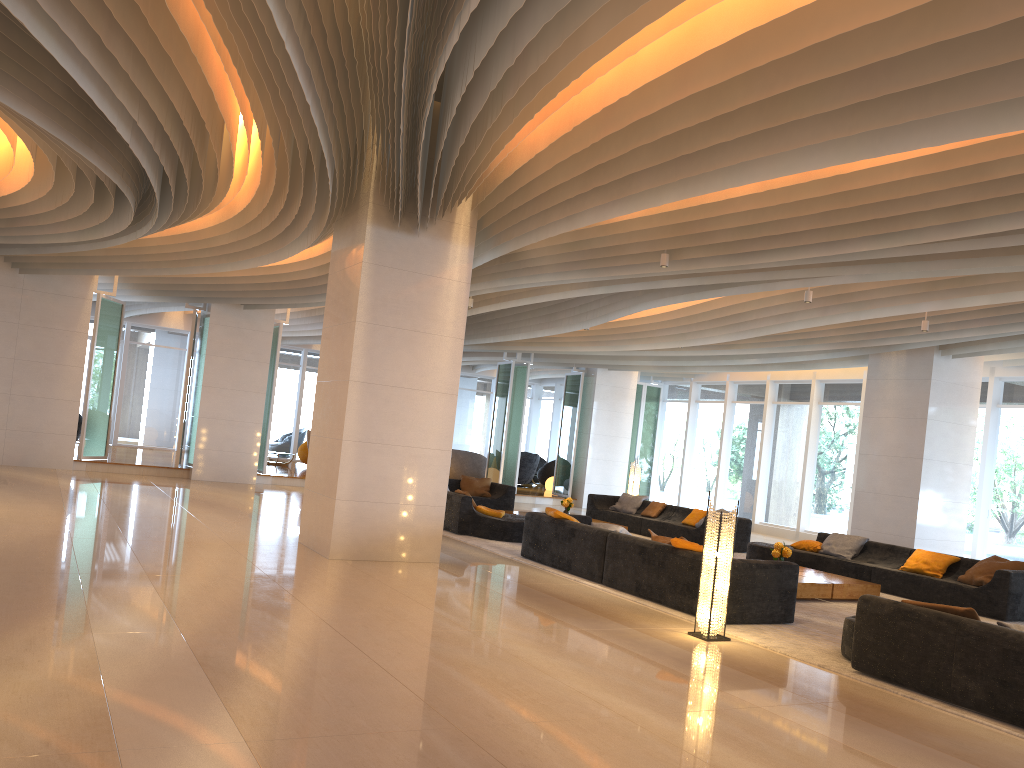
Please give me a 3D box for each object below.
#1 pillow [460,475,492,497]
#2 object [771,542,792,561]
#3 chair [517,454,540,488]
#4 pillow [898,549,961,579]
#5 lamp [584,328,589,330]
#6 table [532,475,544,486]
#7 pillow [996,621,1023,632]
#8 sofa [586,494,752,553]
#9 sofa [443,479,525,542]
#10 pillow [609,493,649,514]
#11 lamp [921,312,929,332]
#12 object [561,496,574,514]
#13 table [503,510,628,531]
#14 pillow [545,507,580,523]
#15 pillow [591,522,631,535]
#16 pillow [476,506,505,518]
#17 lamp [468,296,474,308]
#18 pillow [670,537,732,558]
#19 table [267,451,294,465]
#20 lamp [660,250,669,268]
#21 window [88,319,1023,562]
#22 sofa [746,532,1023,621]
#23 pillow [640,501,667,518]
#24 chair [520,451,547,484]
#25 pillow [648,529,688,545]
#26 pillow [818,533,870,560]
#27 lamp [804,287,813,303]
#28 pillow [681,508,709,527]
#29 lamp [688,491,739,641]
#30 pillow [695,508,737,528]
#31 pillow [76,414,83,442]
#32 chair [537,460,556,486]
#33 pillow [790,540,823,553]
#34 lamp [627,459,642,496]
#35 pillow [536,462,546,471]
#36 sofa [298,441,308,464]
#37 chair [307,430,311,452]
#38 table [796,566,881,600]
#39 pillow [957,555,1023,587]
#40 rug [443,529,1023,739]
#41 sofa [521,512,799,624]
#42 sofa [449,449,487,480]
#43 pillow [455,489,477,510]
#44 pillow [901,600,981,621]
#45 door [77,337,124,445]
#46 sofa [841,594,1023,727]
[{"bbox_3d":[-0.713,2.013,17.450,0.642,0.377,0.545,7,-3,-7],"label":"pillow"},{"bbox_3d":[3.201,2.058,10.582,0.237,0.376,0.265,7,-2,-6],"label":"object"},{"bbox_3d":[0.154,2.455,25.595,1.115,1.004,1.548,5,-3,34],"label":"chair"},{"bbox_3d":[5.381,2.361,11.495,0.458,0.393,0.627,8,-3,-29],"label":"pillow"},{"bbox_3d":[1.367,-1.683,15.307,0.088,1.504,0.090,6,-1,16],"label":"lamp"},{"bbox_3d":[1.055,3.040,27.668,1.096,0.318,0.808,8,-4,-22],"label":"table"},{"bbox_3d":[3.473,1.710,5.698,0.465,0.344,0.554,8,-3,-30],"label":"pillow"},{"bbox_3d":[2.756,2.509,16.275,0.958,0.581,3.717,8,-4,-28],"label":"sofa"},{"bbox_3d":[-0.429,2.045,15.126,2.875,0.652,5.007,8,-4,-28],"label":"sofa"},{"bbox_3d":[2.297,2.346,17.466,0.626,0.377,0.559,4,-4,39],"label":"pillow"},{"bbox_3d":[5.586,-1.453,11.839,0.091,1.504,0.087,7,-1,-38],"label":"lamp"},{"bbox_3d":[0.954,2.138,15.423,0.235,0.376,0.266,6,-2,4],"label":"object"},{"bbox_3d":[0.866,2.415,15.221,1.629,0.220,1.575,8,-4,-28],"label":"table"},{"bbox_3d":[0.689,1.714,10.726,0.550,0.377,0.637,7,-3,-6],"label":"pillow"},{"bbox_3d":[1.164,1.775,9.980,0.427,0.376,0.577,8,-3,-26],"label":"pillow"},{"bbox_3d":[-0.314,1.886,13.120,0.409,0.135,0.419,6,-4,5],"label":"pillow"},{"bbox_3d":[-0.592,-1.973,14.206,0.088,1.504,0.090,6,-1,16],"label":"lamp"},{"bbox_3d":[1.887,1.695,8.482,0.626,0.377,0.559,4,-4,39],"label":"pillow"},{"bbox_3d":[-6.180,1.924,22.932,1.096,0.318,0.808,8,-4,-22],"label":"table"},{"bbox_3d":[1.738,-2.023,9.668,0.091,1.504,0.087,7,-1,-38],"label":"lamp"},{"bbox_3d":[6.082,1.229,14.904,53.591,3.217,22.544,4,-4,26],"label":"window"},{"bbox_3d":[4.888,2.450,11.917,1.376,0.582,4.075,8,-4,-29],"label":"sofa"},{"bbox_3d":[2.671,2.366,16.726,0.328,0.312,0.401,8,-3,-31],"label":"pillow"},{"bbox_3d":[0.554,2.699,28.548,1.535,1.004,1.125,7,-3,-16],"label":"chair"},{"bbox_3d":[1.651,1.729,9.077,0.451,0.409,0.592,8,-3,-26],"label":"pillow"},{"bbox_3d":[4.723,2.354,12.727,0.470,0.416,0.654,8,-3,-28],"label":"pillow"},{"bbox_3d":[3.667,-1.737,10.761,0.087,1.504,0.091,6,-1,34],"label":"lamp"},{"bbox_3d":[3.240,2.356,15.660,0.327,0.312,0.401,7,-3,-26],"label":"pillow"},{"bbox_3d":[1.683,1.488,7.290,0.254,1.196,0.246,7,-1,-29],"label":"lamp"},{"bbox_3d":[3.495,2.327,15.222,0.550,0.377,0.637,7,-3,-6],"label":"pillow"},{"bbox_3d":[-9.474,0.872,17.854,1.546,1.004,1.117,8,-3,-31],"label":"pillow"},{"bbox_3d":[1.491,2.682,26.766,1.543,1.004,1.119,8,-3,-26],"label":"chair"},{"bbox_3d":[4.382,2.399,13.127,0.441,0.192,0.596,5,-4,26],"label":"pillow"},{"bbox_3d":[2.546,2.218,18.588,0.254,1.449,0.246,7,-1,-29],"label":"lamp"},{"bbox_3d":[0.892,2.653,28.699,0.504,0.408,0.464,6,-3,-1],"label":"pillow"},{"bbox_3d":[-4.561,1.893,24.177,2.615,0.900,1.089,9,-4,-39],"label":"sofa"},{"bbox_3d":[-4.542,1.693,21.966,1.152,1.004,1.499,7,-3,-20],"label":"chair"},{"bbox_3d":[3.258,2.376,10.741,1.629,0.220,1.575,8,-4,-28],"label":"table"},{"bbox_3d":[5.857,2.288,10.796,0.550,0.377,0.637,7,-3,-6],"label":"pillow"},{"bbox_3d":[3.097,2.490,11.021,5.610,0.022,15.962,8,-4,-28],"label":"rug"},{"bbox_3d":[1.386,1.913,9.669,0.958,0.581,3.717,8,-4,-28],"label":"sofa"},{"bbox_3d":[-1.678,2.206,24.107,2.528,0.900,1.126,5,-3,21],"label":"sofa"},{"bbox_3d":[-0.656,1.755,13.276,0.334,0.311,0.417,8,-3,-27],"label":"pillow"},{"bbox_3d":[3.081,1.707,6.201,0.404,0.391,0.596,7,-3,-26],"label":"pillow"},{"bbox_3d":[-11.214,0.158,23.422,1.485,2.768,0.059,7,-1,-29],"label":"door"},{"bbox_3d":[3.349,1.910,6.376,1.379,0.576,2.217,8,-4,-28],"label":"sofa"}]
